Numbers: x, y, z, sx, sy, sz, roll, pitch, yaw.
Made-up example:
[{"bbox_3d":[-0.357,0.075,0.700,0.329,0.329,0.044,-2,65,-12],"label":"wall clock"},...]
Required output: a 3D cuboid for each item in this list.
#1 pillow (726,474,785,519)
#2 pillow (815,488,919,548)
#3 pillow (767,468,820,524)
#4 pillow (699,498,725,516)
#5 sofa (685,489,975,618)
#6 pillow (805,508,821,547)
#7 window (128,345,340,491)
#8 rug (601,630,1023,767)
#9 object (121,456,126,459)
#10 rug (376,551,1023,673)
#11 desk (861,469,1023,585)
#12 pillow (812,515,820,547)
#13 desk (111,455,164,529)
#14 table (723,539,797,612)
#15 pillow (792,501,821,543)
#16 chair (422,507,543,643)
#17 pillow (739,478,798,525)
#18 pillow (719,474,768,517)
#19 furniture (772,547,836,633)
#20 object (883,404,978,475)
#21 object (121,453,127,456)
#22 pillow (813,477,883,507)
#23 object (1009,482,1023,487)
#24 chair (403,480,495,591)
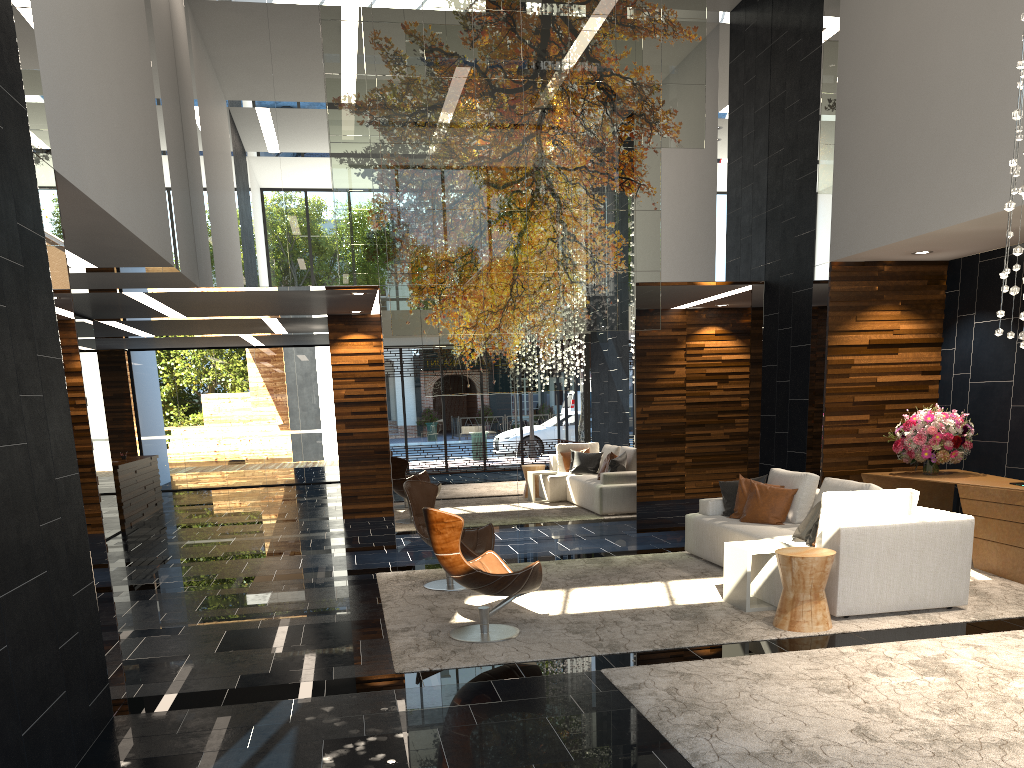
[{"bbox_3d":[2.254,1.050,7.961,0.544,0.444,0.237,2,9,44],"label":"pillow"},{"bbox_3d":[2.559,0.989,6.226,0.710,0.476,0.210,-2,10,-9],"label":"pillow"},{"bbox_3d":[2.528,1.018,7.899,0.247,0.464,0.702,-4,3,-11],"label":"pillow"},{"bbox_3d":[2.152,1.189,8.459,0.621,0.157,0.234,-2,3,-15],"label":"pillow"},{"bbox_3d":[2.359,1.317,7.331,1.288,0.702,2.785,-2,0,-11],"label":"sofa"},{"bbox_3d":[2.461,1.057,6.611,0.545,0.428,0.251,-6,9,-42],"label":"pillow"},{"bbox_3d":[-5.569,0.706,17.644,3.948,2.942,0.057,-3,12,-10],"label":"window"},{"bbox_3d":[2.420,1.617,4.303,3.408,0.006,2.282,-2,-1,-10],"label":"rug"},{"bbox_3d":[-6.052,1.147,13.440,0.077,0.061,0.074,-1,4,14],"label":"object"},{"bbox_3d":[1.894,1.688,7.260,5.887,0.006,3.139,-2,-1,-10],"label":"rug"},{"bbox_3d":[4.211,1.236,7.762,0.988,0.769,2.191,-3,1,-11],"label":"desk"},{"bbox_3d":[2.456,1.040,6.409,0.518,0.428,0.260,-3,8,-14],"label":"pillow"},{"bbox_3d":[-6.099,1.627,13.205,0.877,0.914,2.612,-3,1,-11],"label":"desk"},{"bbox_3d":[1.864,1.436,6.488,0.399,0.482,0.388,-3,7,-11],"label":"table"},{"bbox_3d":[2.418,1.063,6.784,0.296,0.377,0.495,4,7,39],"label":"pillow"},{"bbox_3d":[-0.172,1.260,5.849,0.773,0.961,0.666,-8,10,-42],"label":"chair"},{"bbox_3d":[2.286,1.069,7.749,0.263,0.426,0.513,-9,8,-40],"label":"pillow"},{"bbox_3d":[2.191,1.058,8.166,0.551,0.429,0.248,1,9,36],"label":"pillow"},{"bbox_3d":[1.984,1.394,5.865,0.391,0.539,0.380,1,8,24],"label":"furniture"},{"bbox_3d":[4.021,0.527,8.235,0.687,0.699,0.644,-4,6,-19],"label":"object"},{"bbox_3d":[-6.075,1.113,13.438,0.076,0.106,0.148,1,4,19],"label":"object"},{"bbox_3d":[2.694,1.004,7.036,0.290,0.448,0.701,-3,3,-10],"label":"pillow"},{"bbox_3d":[4.314,0.835,6.941,0.241,0.027,0.693,-2,-1,0],"label":"object"},{"bbox_3d":[-0.566,1.303,7.460,0.788,0.962,0.652,0,8,17],"label":"chair"}]
